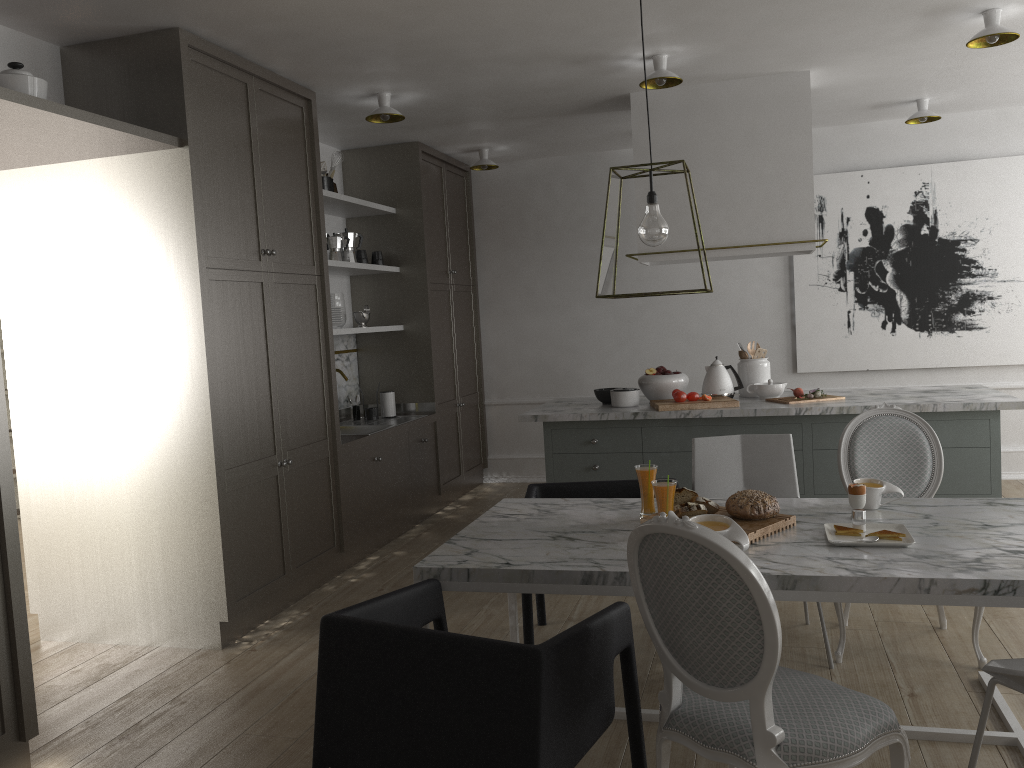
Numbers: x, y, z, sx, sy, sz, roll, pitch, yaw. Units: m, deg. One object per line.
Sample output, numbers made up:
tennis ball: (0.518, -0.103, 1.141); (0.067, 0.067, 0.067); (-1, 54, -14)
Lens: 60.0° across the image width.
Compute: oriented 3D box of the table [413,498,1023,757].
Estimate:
table: (0.727, 0.706, 2.549); (1.781, 0.583, 0.870); (-2, 4, 16)

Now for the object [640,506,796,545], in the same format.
object: (0.600, 0.403, 2.592); (0.260, 0.031, 0.360); (-7, 6, -44)

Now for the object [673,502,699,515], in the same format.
object: (0.506, 0.366, 2.580); (0.083, 0.057, 0.072); (-4, 4, -8)

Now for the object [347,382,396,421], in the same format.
object: (-0.864, 0.103, 5.526); (0.307, 0.229, 0.144); (-6, 5, -31)

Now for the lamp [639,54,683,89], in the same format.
lamp: (0.677, -1.427, 4.044); (0.197, 0.130, 0.197); (-7, 5, -39)

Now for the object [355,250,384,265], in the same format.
object: (-0.924, -0.775, 5.516); (0.173, 0.098, 0.264); (-1, 5, 24)

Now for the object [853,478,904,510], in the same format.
object: (1.117, 0.336, 2.708); (0.138, 0.085, 0.089); (-3, 4, 11)

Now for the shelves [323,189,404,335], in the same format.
shelves: (-1.070, -0.670, 5.089); (0.352, 0.775, 1.339); (-2, 4, 16)

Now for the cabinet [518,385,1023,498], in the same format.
cabinet: (1.305, 0.441, 4.730); (2.360, 0.721, 0.870); (-2, 4, 16)

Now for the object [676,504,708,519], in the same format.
object: (0.521, 0.368, 2.555); (0.083, 0.055, 0.073); (-4, 4, -8)

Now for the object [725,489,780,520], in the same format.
object: (0.699, 0.347, 2.576); (0.157, 0.075, 0.151); (-7, 5, -38)

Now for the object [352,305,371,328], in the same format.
object: (-0.905, -0.410, 5.370); (0.102, 0.135, 0.210); (-3, 4, 8)

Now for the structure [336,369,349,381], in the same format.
structure: (-1.062, 0.089, 5.120); (0.195, 0.347, 0.167); (-2, 5, 24)

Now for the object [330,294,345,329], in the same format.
object: (-1.083, -0.396, 4.911); (0.300, 0.195, 0.306); (-2, 4, 12)

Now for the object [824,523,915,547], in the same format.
object: (0.952, 0.405, 2.376); (0.212, 0.014, 0.212); (-2, 4, 16)

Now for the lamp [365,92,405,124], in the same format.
lamp: (-0.635, -1.378, 4.417); (0.197, 0.130, 0.197); (-7, 5, -39)

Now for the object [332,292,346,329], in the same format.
object: (-1.089, -0.432, 5.263); (0.149, 0.216, 0.309); (-3, 4, 9)

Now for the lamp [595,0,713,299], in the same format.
lamp: (0.388, -0.810, 2.541); (0.584, 1.108, 0.584); (-1, 5, 31)

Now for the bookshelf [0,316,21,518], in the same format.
bookshelf: (-4.785, -0.117, 5.549); (3.513, 2.402, 0.300); (-6, 5, -37)

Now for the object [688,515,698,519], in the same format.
object: (0.531, 0.389, 2.528); (0.077, 0.017, 0.068); (-4, 4, -6)

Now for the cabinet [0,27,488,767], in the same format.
cabinet: (-1.425, -0.183, 4.194); (0.947, 2.377, 5.433); (-2, 4, 16)

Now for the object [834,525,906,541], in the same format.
object: (0.953, 0.401, 2.385); (0.197, 0.014, 0.068); (1, 6, 44)

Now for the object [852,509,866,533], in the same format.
object: (0.951, 0.375, 2.432); (0.036, 0.060, 0.036); (-6, 5, -33)

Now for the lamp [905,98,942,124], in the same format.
lamp: (2.433, -1.617, 5.252); (0.197, 0.130, 0.197); (-3, 4, 1)

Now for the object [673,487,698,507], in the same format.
object: (0.506, 0.346, 2.662); (0.086, 0.087, 0.090); (-4, 4, -7)

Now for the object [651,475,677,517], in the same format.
object: (0.428, 0.341, 2.474); (0.071, 0.188, 0.071); (0, 5, 36)

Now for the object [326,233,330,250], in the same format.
object: (-1.101, -0.792, 5.112); (0.175, 0.212, 0.111); (-7, 5, -38)

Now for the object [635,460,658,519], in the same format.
object: (0.417, 0.322, 2.736); (0.071, 0.188, 0.071); (0, 5, 36)

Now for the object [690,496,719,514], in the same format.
object: (0.563, 0.357, 2.591); (0.079, 0.067, 0.074); (-4, 4, -12)

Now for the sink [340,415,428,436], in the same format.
sink: (-0.870, 0.327, 5.242); (0.475, 0.174, 0.877); (-2, 4, 16)

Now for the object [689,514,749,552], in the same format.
object: (0.529, 0.395, 2.238); (0.170, 0.105, 0.110); (0, 5, 36)

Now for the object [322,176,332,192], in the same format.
object: (-1.081, -1.115, 5.052); (0.108, 0.118, 0.108); (-3, 4, 7)

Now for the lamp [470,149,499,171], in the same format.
lamp: (-0.190, -1.518, 5.998); (0.197, 0.130, 0.197); (-2, 4, 21)

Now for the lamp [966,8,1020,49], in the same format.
lamp: (1.988, -1.477, 3.671); (0.197, 0.130, 0.197); (-4, 4, -9)

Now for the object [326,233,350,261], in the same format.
object: (-0.984, -0.767, 4.984); (0.138, 0.167, 0.087); (-2, 4, 12)

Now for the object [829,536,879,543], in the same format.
object: (0.896, 0.410, 2.318); (0.132, 0.013, 0.032); (-4, 4, -9)

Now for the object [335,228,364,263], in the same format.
object: (-0.952, -0.807, 5.196); (0.175, 0.212, 0.111); (-4, 4, -13)
